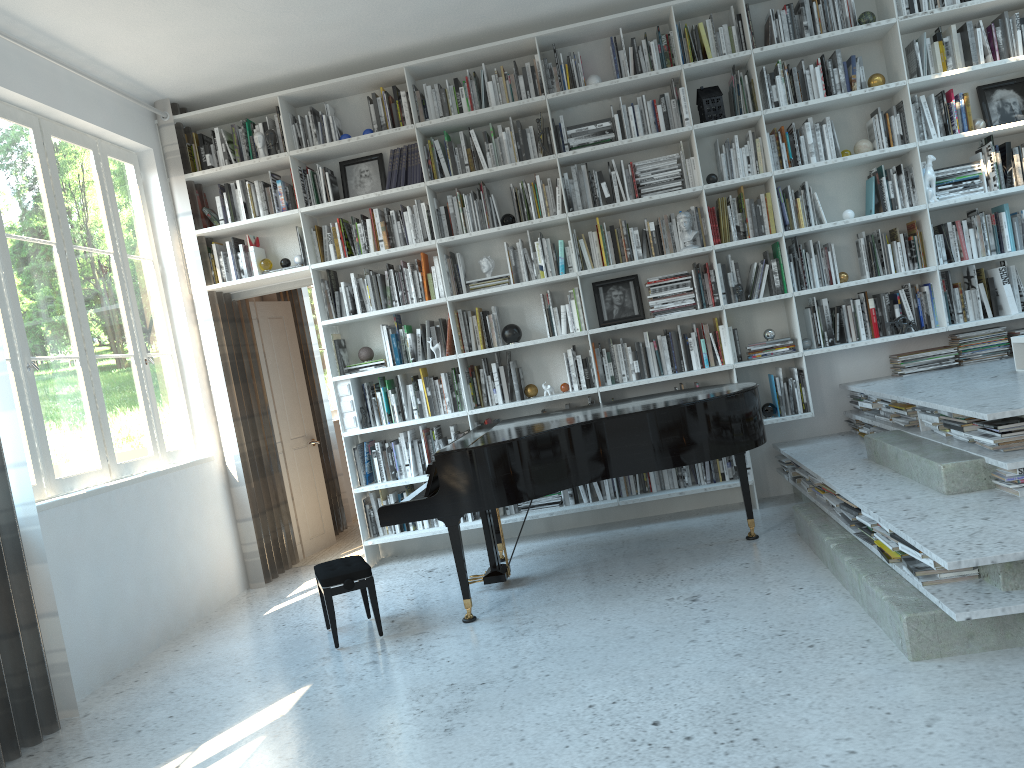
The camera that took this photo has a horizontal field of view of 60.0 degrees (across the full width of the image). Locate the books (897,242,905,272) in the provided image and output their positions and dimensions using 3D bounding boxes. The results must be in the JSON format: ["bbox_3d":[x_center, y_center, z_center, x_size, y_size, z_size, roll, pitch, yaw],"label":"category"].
[{"bbox_3d":[2.367,-0.773,5.462,0.019,0.183,0.190,-10,2,7],"label":"books"}]

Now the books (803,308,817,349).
[{"bbox_3d":[1.868,-0.348,5.561,0.012,0.254,0.160,-10,2,7],"label":"books"}]

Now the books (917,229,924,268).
[{"bbox_3d":[2.494,-0.826,5.470,0.019,0.241,0.134,-10,2,7],"label":"books"}]

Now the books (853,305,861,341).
[{"bbox_3d":[2.132,-0.379,5.533,0.012,0.221,0.153,-10,2,7],"label":"books"}]

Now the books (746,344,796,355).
[{"bbox_3d":[1.615,-0.215,5.543,0.285,0.012,0.159,-10,2,10],"label":"books"}]

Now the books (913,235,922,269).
[{"bbox_3d":[2.472,-0.803,5.455,0.013,0.204,0.158,-10,2,7],"label":"books"}]

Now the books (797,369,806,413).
[{"bbox_3d":[1.782,0.040,5.516,0.015,0.271,0.157,-10,2,7],"label":"books"}]

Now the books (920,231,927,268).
[{"bbox_3d":[2.514,-0.821,5.463,0.009,0.224,0.146,-10,2,7],"label":"books"}]

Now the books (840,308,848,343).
[{"bbox_3d":[2.055,-0.363,5.535,0.011,0.217,0.175,-10,2,7],"label":"books"}]

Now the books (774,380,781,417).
[{"bbox_3d":[1.645,0.086,5.531,0.012,0.229,0.129,-10,2,7],"label":"books"}]

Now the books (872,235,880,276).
[{"bbox_3d":[2.232,-0.788,5.492,0.008,0.259,0.158,-10,2,7],"label":"books"}]

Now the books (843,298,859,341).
[{"bbox_3d":[2.114,-0.399,5.529,0.014,0.268,0.171,-10,2,7],"label":"books"}]

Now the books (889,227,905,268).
[{"bbox_3d":[2.371,-0.820,5.462,0.006,0.274,0.172,-10,2,7],"label":"books"}]

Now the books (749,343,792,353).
[{"bbox_3d":[1.613,-0.227,5.547,0.254,0.012,0.160,-10,2,12],"label":"books"}]

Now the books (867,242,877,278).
[{"bbox_3d":[2.208,-0.761,5.483,0.016,0.216,0.177,-10,2,7],"label":"books"}]

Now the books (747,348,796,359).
[{"bbox_3d":[1.620,-0.191,5.549,0.285,0.012,0.159,-10,2,12],"label":"books"}]

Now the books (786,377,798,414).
[{"bbox_3d":[1.740,0.071,5.511,0.012,0.226,0.149,-10,2,7],"label":"books"}]

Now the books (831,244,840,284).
[{"bbox_3d":[1.995,-0.741,5.522,0.013,0.251,0.172,-10,2,7],"label":"books"}]

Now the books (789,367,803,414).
[{"bbox_3d":[1.760,0.038,5.496,0.021,0.285,0.172,-10,2,7],"label":"books"}]

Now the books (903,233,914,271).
[{"bbox_3d":[2.423,-0.808,5.468,0.021,0.232,0.155,-10,2,7],"label":"books"}]

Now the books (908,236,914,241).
[{"bbox_3d":[2.459,-0.801,5.466,0.016,0.205,0.141,-10,2,7],"label":"books"}]

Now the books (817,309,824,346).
[{"bbox_3d":[1.916,-0.350,5.562,0.015,0.240,0.152,-10,2,7],"label":"books"}]

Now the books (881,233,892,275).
[{"bbox_3d":[2.286,-0.793,5.465,0.018,0.251,0.183,-10,2,7],"label":"books"}]

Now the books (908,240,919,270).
[{"bbox_3d":[2.442,-0.785,5.441,0.016,0.180,0.189,-10,2,7],"label":"books"}]

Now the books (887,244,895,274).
[{"bbox_3d":[2.310,-0.762,5.463,0.018,0.182,0.182,-10,2,7],"label":"books"}]

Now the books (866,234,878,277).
[{"bbox_3d":[2.220,-0.788,5.494,0.015,0.262,0.149,-10,2,7],"label":"books"}]

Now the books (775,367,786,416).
[{"bbox_3d":[1.674,0.045,5.527,0.032,0.300,0.148,-10,2,7],"label":"books"}]

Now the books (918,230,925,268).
[{"bbox_3d":[2.507,-0.826,5.473,0.007,0.235,0.131,-10,2,7],"label":"books"}]

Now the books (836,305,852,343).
[{"bbox_3d":[2.074,-0.375,5.542,0.029,0.235,0.142,-10,2,7],"label":"books"}]

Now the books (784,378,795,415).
[{"bbox_3d":[1.719,0.076,5.497,0.026,0.225,0.175,-10,2,7],"label":"books"}]

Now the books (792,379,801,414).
[{"bbox_3d":[1.750,0.077,5.493,0.011,0.212,0.178,-10,2,7],"label":"books"}]

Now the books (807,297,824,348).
[{"bbox_3d":[1.894,-0.384,5.537,0.010,0.316,0.186,-10,2,7],"label":"books"}]

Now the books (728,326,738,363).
[{"bbox_3d":[1.392,-0.250,5.632,0.027,0.229,0.141,-10,2,7],"label":"books"}]

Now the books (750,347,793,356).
[{"bbox_3d":[1.617,-0.203,5.546,0.254,0.012,0.160,-10,2,13],"label":"books"}]

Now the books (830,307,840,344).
[{"bbox_3d":[2.016,-0.363,5.539,0.065,0.231,0.162,-10,2,7],"label":"books"}]

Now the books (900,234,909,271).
[{"bbox_3d":[2.387,-0.800,5.460,0.018,0.229,0.181,-10,2,7],"label":"books"}]

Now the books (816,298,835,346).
[{"bbox_3d":[1.952,-0.383,5.530,0.030,0.294,0.188,-10,2,7],"label":"books"}]

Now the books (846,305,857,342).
[{"bbox_3d":[2.100,-0.376,5.535,0.024,0.228,0.159,-10,2,7],"label":"books"}]

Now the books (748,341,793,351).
[{"bbox_3d":[1.609,-0.238,5.536,0.254,0.012,0.160,-10,2,7],"label":"books"}]

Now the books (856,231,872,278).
[{"bbox_3d":[2.189,-0.796,5.511,0.016,0.290,0.131,-10,2,7],"label":"books"}]

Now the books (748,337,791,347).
[{"bbox_3d":[1.605,-0.262,5.537,0.254,0.012,0.160,-10,2,16],"label":"books"}]

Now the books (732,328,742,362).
[{"bbox_3d":[1.423,-0.246,5.632,0.030,0.210,0.136,-10,2,7],"label":"books"}]

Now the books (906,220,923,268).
[{"bbox_3d":[2.473,-0.849,5.444,0.007,0.295,0.162,-10,2,7],"label":"books"}]

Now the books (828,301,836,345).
[{"bbox_3d":[1.974,-0.378,5.537,0.010,0.277,0.174,-10,2,7],"label":"books"}]

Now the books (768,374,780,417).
[{"bbox_3d":[1.632,0.071,5.523,0.005,0.264,0.162,-10,2,7],"label":"books"}]

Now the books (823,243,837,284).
[{"bbox_3d":[1.981,-0.743,5.523,0.014,0.261,0.141,-10,2,7],"label":"books"}]

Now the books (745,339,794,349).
[{"bbox_3d":[1.609,-0.251,5.544,0.285,0.012,0.159,-10,2,11],"label":"books"}]

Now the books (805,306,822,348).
[{"bbox_3d":[1.883,-0.354,5.539,0.023,0.262,0.186,-10,2,7],"label":"books"}]

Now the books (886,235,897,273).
[{"bbox_3d":[2.326,-0.798,5.489,0.030,0.244,0.135,-10,2,7],"label":"books"}]

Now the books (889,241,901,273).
[{"bbox_3d":[2.350,-0.776,5.468,0.015,0.195,0.175,-10,2,7],"label":"books"}]

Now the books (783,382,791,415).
[{"bbox_3d":[1.705,0.089,5.524,0.013,0.202,0.139,-10,2,7],"label":"books"}]

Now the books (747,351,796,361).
[{"bbox_3d":[1.621,-0.179,5.545,0.285,0.012,0.159,-10,2,10],"label":"books"}]

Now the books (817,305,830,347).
[{"bbox_3d":[1.930,-0.360,5.535,0.023,0.256,0.178,-10,2,7],"label":"books"}]

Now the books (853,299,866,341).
[{"bbox_3d":[2.146,-0.397,5.514,0.025,0.252,0.181,-10,2,7],"label":"books"}]

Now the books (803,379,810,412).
[{"bbox_3d":[1.813,0.068,5.512,0.012,0.206,0.160,-10,2,7],"label":"books"}]

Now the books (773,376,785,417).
[{"bbox_3d":[1.654,0.076,5.512,0.014,0.246,0.176,-10,2,7],"label":"books"}]

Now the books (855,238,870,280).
[{"bbox_3d":[2.174,-0.774,5.501,0.019,0.252,0.130,-10,2,7],"label":"books"}]

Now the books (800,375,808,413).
[{"bbox_3d":[1.797,0.057,5.501,0.013,0.233,0.149,-10,2,7],"label":"books"}]

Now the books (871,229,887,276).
[{"bbox_3d":[2.274,-0.809,5.491,0.007,0.285,0.159,-10,2,7],"label":"books"}]

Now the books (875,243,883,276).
[{"bbox_3d":[2.258,-0.768,5.509,0.031,0.208,0.122,-10,2,7],"label":"books"}]
